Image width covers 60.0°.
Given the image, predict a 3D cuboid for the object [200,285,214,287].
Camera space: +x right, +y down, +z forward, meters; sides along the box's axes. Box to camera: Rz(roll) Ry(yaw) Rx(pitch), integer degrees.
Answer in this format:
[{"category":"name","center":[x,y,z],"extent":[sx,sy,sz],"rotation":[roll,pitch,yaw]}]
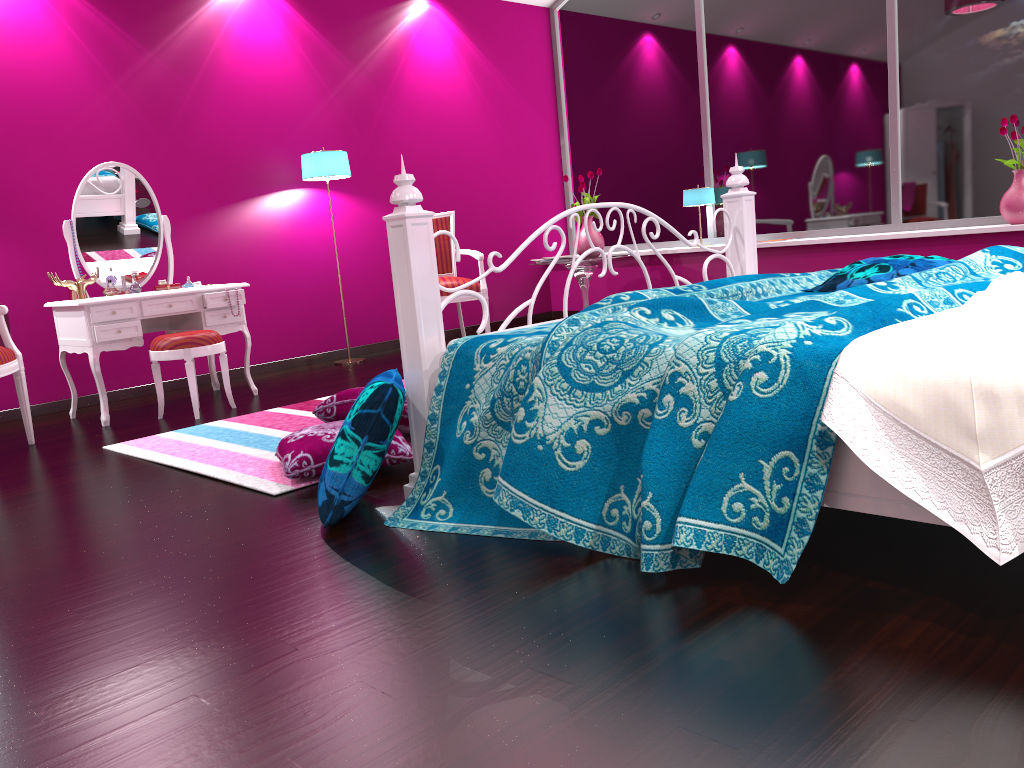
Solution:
[{"category":"object","center":[-1.594,-0.513,4.635],"extent":[0.073,0.003,0.073],"rotation":[-11,11,-32]}]

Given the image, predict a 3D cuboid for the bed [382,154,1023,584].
[{"category":"bed","center":[1.114,-0.343,2.155],"extent":[2.167,1.143,2.317],"rotation":[-14,13,-43]}]

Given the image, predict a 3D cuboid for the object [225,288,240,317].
[{"category":"object","center":[-1.423,-0.414,4.524],"extent":[0.063,0.143,0.032],"rotation":[-14,13,-43]}]

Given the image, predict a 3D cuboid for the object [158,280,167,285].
[{"category":"object","center":[-1.840,-0.534,4.668],"extent":[0.040,0.026,0.040],"rotation":[-14,13,-43]}]

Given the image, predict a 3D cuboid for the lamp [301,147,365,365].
[{"category":"lamp","center":[-1.109,-0.805,5.617],"extent":[0.303,1.352,0.303],"rotation":[-12,11,-33]}]

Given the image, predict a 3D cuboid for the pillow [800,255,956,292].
[{"category":"pillow","center":[1.156,-0.322,2.673],"extent":[0.404,0.127,0.425],"rotation":[-12,11,-33]}]

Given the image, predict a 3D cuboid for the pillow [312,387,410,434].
[{"category":"pillow","center":[-0.460,0.100,3.155],"extent":[0.425,0.224,0.391],"rotation":[-3,10,15]}]

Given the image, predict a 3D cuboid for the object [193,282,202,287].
[{"category":"object","center":[-1.671,-0.529,4.709],"extent":[0.040,0.026,0.040],"rotation":[-14,13,-43]}]

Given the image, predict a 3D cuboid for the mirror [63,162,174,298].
[{"category":"mirror","center":[-2.040,-0.730,4.630],"extent":[0.544,0.829,0.138],"rotation":[-14,13,-43]}]

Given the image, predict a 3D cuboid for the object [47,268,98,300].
[{"category":"object","center":[-2.162,-0.490,4.390],"extent":[0.085,0.145,0.248],"rotation":[1,11,34]}]

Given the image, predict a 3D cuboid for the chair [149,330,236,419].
[{"category":"chair","center":[-1.536,-0.051,4.252],"extent":[0.337,0.390,0.337],"rotation":[3,13,43]}]

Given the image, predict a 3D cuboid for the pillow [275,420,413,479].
[{"category":"pillow","center":[-0.557,0.199,2.882],"extent":[0.400,0.142,0.429],"rotation":[-9,10,-19]}]

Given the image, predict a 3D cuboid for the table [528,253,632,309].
[{"category":"table","center":[0.522,-0.644,6.327],"extent":[0.771,0.500,0.770],"rotation":[-5,9,1]}]

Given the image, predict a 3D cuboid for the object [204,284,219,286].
[{"category":"object","center":[-1.589,-0.524,4.688],"extent":[0.073,0.006,0.073],"rotation":[-4,9,9]}]

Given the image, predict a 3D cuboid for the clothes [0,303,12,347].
[{"category":"clothes","center":[-2.402,-0.199,3.652],"extent":[0.601,0.777,0.162],"rotation":[-13,12,-39]}]

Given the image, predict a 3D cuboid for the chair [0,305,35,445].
[{"category":"chair","center":[-2.306,-0.119,3.529],"extent":[0.511,0.901,0.528],"rotation":[-7,9,-8]}]

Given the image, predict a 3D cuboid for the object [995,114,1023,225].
[{"category":"object","center":[2.805,-1.189,4.868],"extent":[0.242,0.614,0.264],"rotation":[-3,10,14]}]

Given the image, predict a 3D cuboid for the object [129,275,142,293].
[{"category":"object","center":[-1.952,-0.517,4.589],"extent":[0.059,0.094,0.059],"rotation":[-6,9,-4]}]

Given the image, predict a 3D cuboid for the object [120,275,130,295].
[{"category":"object","center":[-1.980,-0.506,4.529],"extent":[0.030,0.096,0.030],"rotation":[-2,10,18]}]

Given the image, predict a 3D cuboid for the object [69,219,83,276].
[{"category":"object","center":[-2.200,-0.671,4.478],"extent":[0.022,0.320,0.044],"rotation":[-14,13,-43]}]

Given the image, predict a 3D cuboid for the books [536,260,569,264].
[{"category":"books","center":[0.282,-0.869,6.265],"extent":[0.220,0.007,0.300],"rotation":[-5,9,1]}]

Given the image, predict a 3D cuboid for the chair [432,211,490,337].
[{"category":"chair","center":[-0.467,-0.643,5.654],"extent":[0.528,0.901,0.511],"rotation":[-8,10,-13]}]

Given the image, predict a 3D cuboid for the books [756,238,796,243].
[{"category":"books","center":[1.736,-0.965,5.998],"extent":[0.300,0.007,0.220],"rotation":[1,11,35]}]

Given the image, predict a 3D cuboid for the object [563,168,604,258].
[{"category":"object","center":[0.527,-1.193,6.245],"extent":[0.264,0.614,0.242],"rotation":[-2,10,20]}]

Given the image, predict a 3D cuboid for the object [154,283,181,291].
[{"category":"object","center":[-1.820,-0.511,4.684],"extent":[0.122,0.027,0.075],"rotation":[-10,11,-28]}]

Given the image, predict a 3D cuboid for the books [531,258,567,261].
[{"category":"books","center":[0.268,-0.887,6.298],"extent":[0.220,0.007,0.300],"rotation":[-7,9,-8]}]

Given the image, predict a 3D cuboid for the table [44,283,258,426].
[{"category":"table","center":[-1.805,-0.172,4.531],"extent":[0.856,0.592,0.526],"rotation":[-14,13,-43]}]

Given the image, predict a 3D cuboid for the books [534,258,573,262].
[{"category":"books","center":[0.288,-0.876,6.260],"extent":[0.220,0.007,0.300],"rotation":[-7,9,-8]}]

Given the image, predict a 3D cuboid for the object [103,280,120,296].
[{"category":"object","center":[-2.032,-0.487,4.492],"extent":[0.045,0.081,0.098],"rotation":[-1,10,24]}]

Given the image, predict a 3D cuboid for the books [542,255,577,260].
[{"category":"books","center":[0.332,-0.887,6.253],"extent":[0.221,0.020,0.300],"rotation":[-6,9,-2]}]

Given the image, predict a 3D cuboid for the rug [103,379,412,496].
[{"category":"rug","center":[-0.444,0.106,3.841],"extent":[2.100,0.018,1.400],"rotation":[-14,13,-43]}]

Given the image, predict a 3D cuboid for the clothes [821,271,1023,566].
[{"category":"clothes","center":[1.056,0.001,1.699],"extent":[0.553,0.376,1.036],"rotation":[3,12,41]}]

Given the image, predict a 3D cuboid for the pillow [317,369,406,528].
[{"category":"pillow","center":[-0.405,0.162,2.409],"extent":[0.264,0.357,0.402],"rotation":[-6,9,-3]}]

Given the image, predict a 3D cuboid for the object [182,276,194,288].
[{"category":"object","center":[-1.730,-0.547,4.747],"extent":[0.082,0.060,0.059],"rotation":[-5,9,2]}]

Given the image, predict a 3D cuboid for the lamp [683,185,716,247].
[{"category":"lamp","center":[1.352,-1.209,6.381],"extent":[0.229,0.438,0.229],"rotation":[-5,9,1]}]
